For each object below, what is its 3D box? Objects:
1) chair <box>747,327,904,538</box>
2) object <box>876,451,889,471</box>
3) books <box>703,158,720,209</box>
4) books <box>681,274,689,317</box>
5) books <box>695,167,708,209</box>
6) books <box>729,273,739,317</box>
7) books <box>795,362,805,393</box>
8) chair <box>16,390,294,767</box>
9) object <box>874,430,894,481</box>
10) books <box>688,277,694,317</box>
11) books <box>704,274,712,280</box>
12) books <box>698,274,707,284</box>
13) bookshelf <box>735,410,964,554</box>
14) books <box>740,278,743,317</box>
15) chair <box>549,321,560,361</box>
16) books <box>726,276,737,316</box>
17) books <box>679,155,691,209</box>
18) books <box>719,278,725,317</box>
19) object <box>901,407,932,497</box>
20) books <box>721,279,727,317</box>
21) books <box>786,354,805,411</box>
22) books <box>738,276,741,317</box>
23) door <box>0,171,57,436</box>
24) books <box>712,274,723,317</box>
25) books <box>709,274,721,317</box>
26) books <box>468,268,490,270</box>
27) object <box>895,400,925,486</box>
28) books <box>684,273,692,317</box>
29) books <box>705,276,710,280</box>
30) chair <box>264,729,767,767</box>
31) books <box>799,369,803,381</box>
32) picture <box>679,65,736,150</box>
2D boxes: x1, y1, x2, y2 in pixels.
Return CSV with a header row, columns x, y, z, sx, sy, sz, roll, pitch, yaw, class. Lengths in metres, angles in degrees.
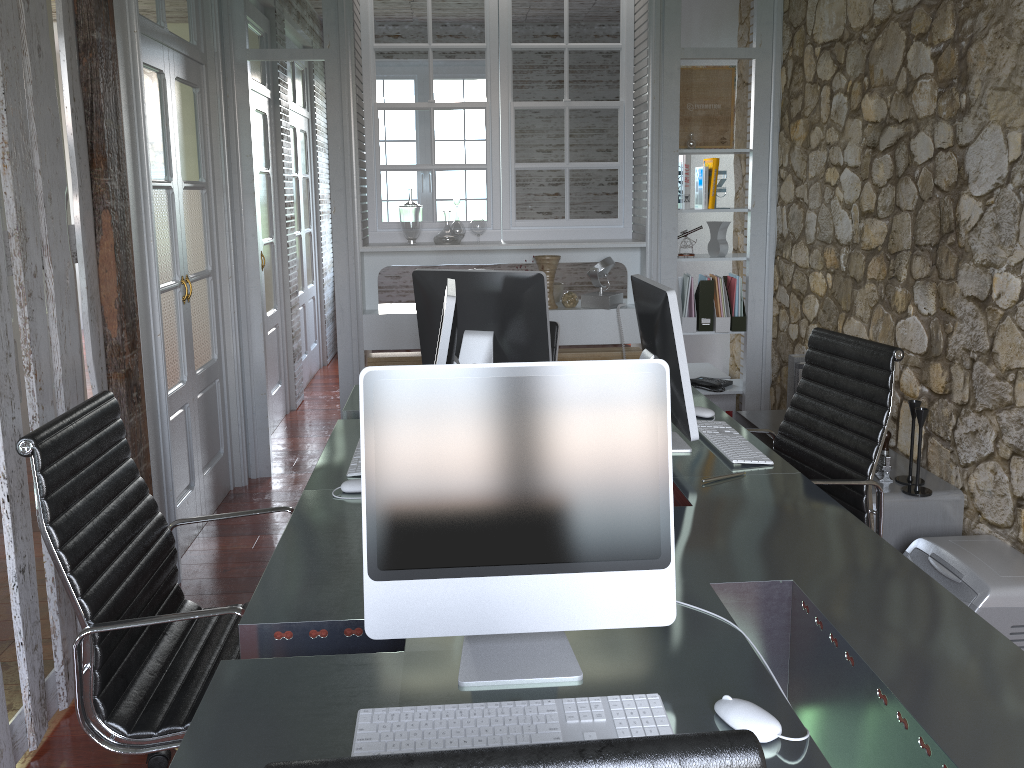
x,y,z,sx,sy,sz,roll,pitch,yaw,class
0.796,0.376,2.726,0.699,1.014,0.671,-2,10,-8,chair
1.333,0.224,3.222,0.048,0.174,0.088,-6,11,-29,object
1.064,-1.083,4.784,0.055,0.266,0.194,-1,10,-4,books
0.941,-0.454,4.870,0.037,0.285,0.196,0,10,4,books
1.024,-1.060,4.787,0.026,0.221,0.163,-1,10,-4,books
1.218,-0.460,4.885,0.030,0.288,0.182,-1,10,0,books
1.255,0.078,3.533,0.249,0.330,0.060,-1,9,-4,books
-0.668,0.555,1.995,0.699,1.014,0.671,-2,10,-9,chair
1.314,0.247,3.120,0.048,0.174,0.088,0,10,7,object
0.983,-0.451,4.868,0.022,0.286,0.196,0,10,4,books
1.070,-0.450,4.854,0.009,0.285,0.196,-1,10,1,books
1.033,-0.450,4.855,0.039,0.285,0.196,-1,10,1,books
1.267,0.468,3.588,0.436,0.455,1.206,-1,12,-4,bookshelf
1.245,-0.453,4.878,0.023,0.280,0.196,-1,10,0,books
-0.101,0.216,3.756,0.476,0.911,0.606,4,11,26,chair
1.199,-0.450,4.877,0.024,0.275,0.196,-1,10,0,books
0.920,-1.092,4.800,0.042,0.284,0.218,-1,10,-4,books
1.138,-0.448,4.855,0.043,0.278,0.196,0,10,2,books
1.363,0.224,2.961,0.095,0.286,0.096,-2,10,-8,object
1.148,-0.445,4.856,0.045,0.284,0.196,0,10,2,books
1.254,0.056,3.593,0.259,0.348,0.065,-1,9,-4,books
1.230,-0.458,4.878,0.013,0.286,0.196,-1,10,0,books
-3.051,-0.696,5.397,0.041,2.067,1.087,-1,10,-4,door
1.129,-0.451,4.857,0.045,0.284,0.196,0,10,2,books
1.118,-0.457,4.863,0.045,0.280,0.182,0,10,2,books
-0.198,-0.537,4.922,0.151,0.191,0.144,-9,13,-38,books
1.387,0.200,3.067,0.095,0.286,0.095,-10,13,-44,object
0.956,-0.458,4.876,0.038,0.293,0.182,0,10,4,books
1.056,-0.447,4.852,0.030,0.280,0.182,-1,10,1,books
-0.037,0.744,1.089,0.665,1.014,0.706,-1,10,0,chair
1.265,0.094,3.504,0.265,0.312,0.025,-1,9,-4,books
1.019,-1.459,4.683,0.326,0.431,0.009,-1,9,-4,picture
